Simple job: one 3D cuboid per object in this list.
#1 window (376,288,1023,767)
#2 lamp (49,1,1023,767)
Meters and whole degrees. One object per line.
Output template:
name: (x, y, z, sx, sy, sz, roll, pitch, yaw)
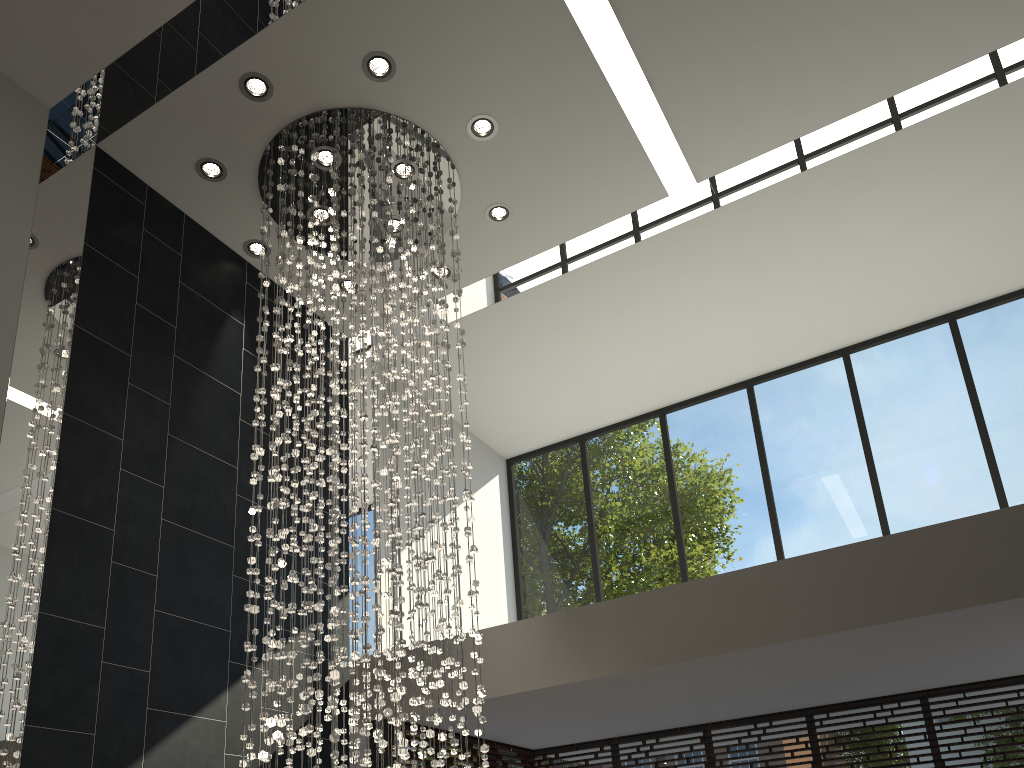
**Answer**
window: (2.233, 1.864, 5.998, 6.320, 5.488, 2.496, -18, -26, 26)
lamp: (-5.007, -40.649, 13.094, 409.410, 104.674, 426.780, 16, -36, -31)
